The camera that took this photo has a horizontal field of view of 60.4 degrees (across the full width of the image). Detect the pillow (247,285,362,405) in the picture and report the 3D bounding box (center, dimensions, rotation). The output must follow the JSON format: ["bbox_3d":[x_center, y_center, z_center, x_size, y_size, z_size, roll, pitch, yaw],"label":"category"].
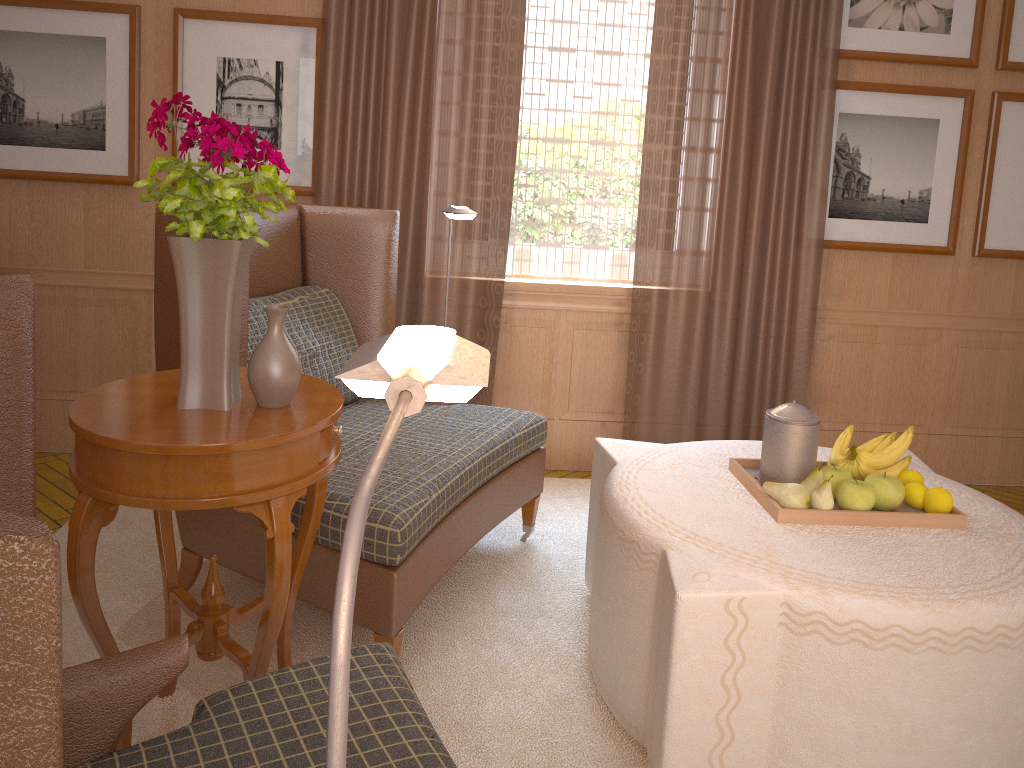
[{"bbox_3d":[-1.296,-0.147,4.881,0.540,0.695,1.090,7,12,20],"label":"pillow"}]

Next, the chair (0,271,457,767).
[{"bbox_3d":[-0.659,0.883,1.506,1.722,1.943,1.944,-2,12,-29],"label":"chair"}]

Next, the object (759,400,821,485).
[{"bbox_3d":[1.247,0.265,3.948,0.235,0.386,0.238,-3,11,-37],"label":"object"}]

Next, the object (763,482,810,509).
[{"bbox_3d":[1.142,0.473,3.667,0.194,0.126,0.135,7,11,15],"label":"object"}]

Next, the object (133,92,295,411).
[{"bbox_3d":[-1.031,-0.469,3.103,0.524,1.073,0.464,3,8,-6],"label":"object"}]

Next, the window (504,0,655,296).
[{"bbox_3d":[0.500,-2.427,6.792,2.432,3.329,0.861,3,8,-4],"label":"window"}]

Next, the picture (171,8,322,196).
[{"bbox_3d":[-1.867,-1.987,6.247,1.049,1.231,0.048,3,7,-4],"label":"picture"}]

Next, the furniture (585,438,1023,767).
[{"bbox_3d":[1.345,0.941,3.963,1.948,0.885,1.992,2,13,-7],"label":"furniture"}]

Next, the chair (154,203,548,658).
[{"bbox_3d":[-0.900,0.073,4.745,1.728,1.943,1.938,7,11,20],"label":"chair"}]

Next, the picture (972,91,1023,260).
[{"bbox_3d":[4.203,-1.561,6.730,1.249,1.231,0.048,3,7,-4],"label":"picture"}]

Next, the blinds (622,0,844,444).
[{"bbox_3d":[1.641,-1.600,6.436,1.446,4.718,0.271,3,7,-6],"label":"blinds"}]

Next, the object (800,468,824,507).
[{"bbox_3d":[1.281,0.446,3.760,0.131,0.194,0.131,9,11,31],"label":"object"}]

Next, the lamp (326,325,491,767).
[{"bbox_3d":[-0.218,0.981,1.097,0.564,2.001,0.639,-2,9,-34],"label":"lamp"}]

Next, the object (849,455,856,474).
[{"bbox_3d":[1.566,0.359,4.060,0.062,0.179,0.400,7,13,24],"label":"object"}]

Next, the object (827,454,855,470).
[{"bbox_3d":[1.502,0.353,4.069,0.071,0.182,0.399,5,13,9],"label":"object"}]

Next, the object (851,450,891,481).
[{"bbox_3d":[1.644,0.371,4.006,0.387,0.196,0.063,-7,12,-39],"label":"object"}]

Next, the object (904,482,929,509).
[{"bbox_3d":[1.752,0.484,3.806,0.111,0.109,0.136,3,11,-2],"label":"object"}]

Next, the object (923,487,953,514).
[{"bbox_3d":[1.802,0.501,3.723,0.115,0.131,0.108,12,13,41],"label":"object"}]

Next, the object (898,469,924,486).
[{"bbox_3d":[1.790,0.448,3.956,0.115,0.131,0.108,12,13,41],"label":"object"}]

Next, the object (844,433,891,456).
[{"bbox_3d":[1.624,0.293,4.063,0.092,0.126,0.411,12,16,43],"label":"object"}]

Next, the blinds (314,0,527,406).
[{"bbox_3d":[-0.673,-1.692,6.259,1.428,4.728,0.270,3,7,-3],"label":"blinds"}]

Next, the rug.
[{"bbox_3d":[0.508,1.686,2.623,5.990,0.020,8.128,2,14,-4],"label":"rug"}]

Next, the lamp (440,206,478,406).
[{"bbox_3d":[-0.357,-0.082,5.404,0.566,1.996,0.637,-3,10,-42],"label":"lamp"}]

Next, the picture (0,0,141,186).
[{"bbox_3d":[-3.243,-2.045,6.142,1.249,1.231,0.048,3,7,-4],"label":"picture"}]

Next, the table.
[{"bbox_3d":[-1.123,0.725,3.275,0.925,1.351,1.058,4,10,3],"label":"table"}]

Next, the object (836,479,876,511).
[{"bbox_3d":[1.438,0.475,3.685,0.155,0.133,0.162,3,11,0],"label":"object"}]

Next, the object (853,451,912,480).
[{"bbox_3d":[1.683,0.370,3.962,0.397,0.170,0.073,-3,11,-28],"label":"object"}]

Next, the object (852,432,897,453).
[{"bbox_3d":[1.634,0.321,4.018,0.377,0.169,0.066,-6,12,-38],"label":"object"}]

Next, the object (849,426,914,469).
[{"bbox_3d":[1.684,0.291,3.965,0.404,0.166,0.072,-3,10,-27],"label":"object"}]

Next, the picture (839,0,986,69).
[{"bbox_3d":[2.888,-2.993,6.452,1.249,1.231,0.048,3,7,-4],"label":"picture"}]

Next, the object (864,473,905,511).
[{"bbox_3d":[1.584,0.462,3.757,0.171,0.145,0.173,13,15,41],"label":"object"}]

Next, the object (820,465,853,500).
[{"bbox_3d":[1.411,0.433,3.853,0.155,0.133,0.162,3,11,0],"label":"object"}]

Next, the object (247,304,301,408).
[{"bbox_3d":[-0.850,-0.101,3.154,0.187,0.352,0.188,8,10,28],"label":"object"}]

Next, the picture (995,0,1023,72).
[{"bbox_3d":[4.288,-2.934,6.559,1.249,1.231,0.048,3,7,-4],"label":"picture"}]

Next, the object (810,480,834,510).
[{"bbox_3d":[1.284,0.461,3.641,0.099,0.146,0.099,9,11,31],"label":"object"}]

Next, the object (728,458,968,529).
[{"bbox_3d":[1.455,0.476,3.913,0.800,0.059,0.653,2,14,-4],"label":"object"}]

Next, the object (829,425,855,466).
[{"bbox_3d":[1.521,0.304,4.061,0.104,0.156,0.382,7,13,18],"label":"object"}]

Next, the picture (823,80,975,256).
[{"bbox_3d":[2.804,-1.620,6.624,1.249,1.231,0.048,3,7,-4],"label":"picture"}]
